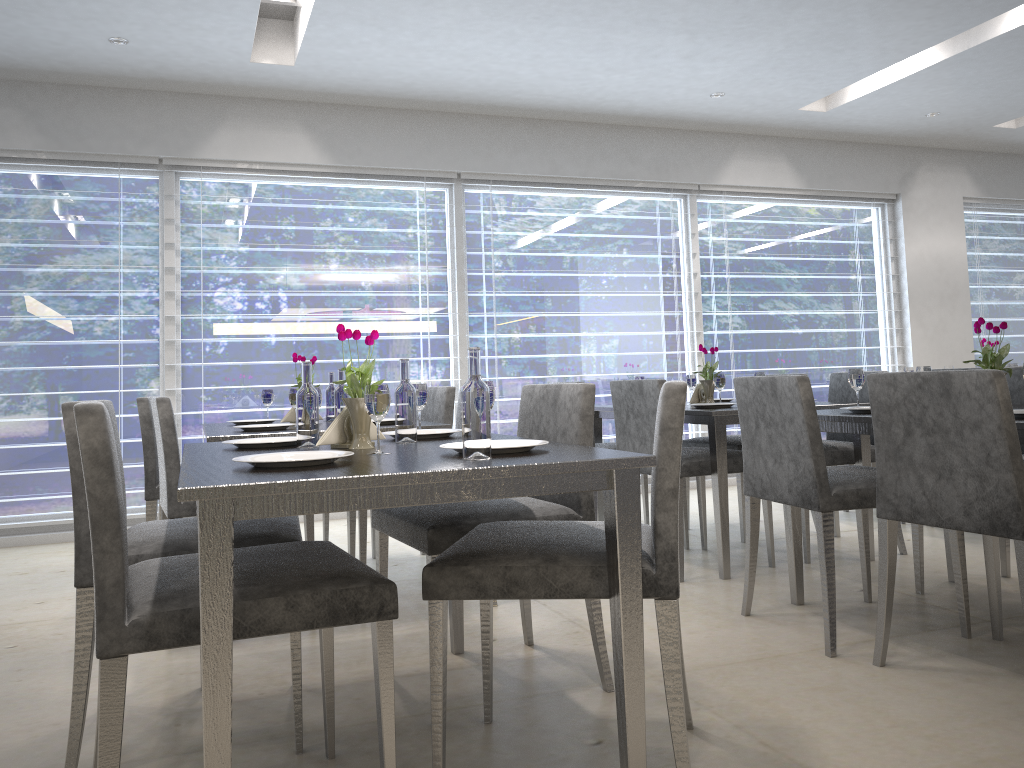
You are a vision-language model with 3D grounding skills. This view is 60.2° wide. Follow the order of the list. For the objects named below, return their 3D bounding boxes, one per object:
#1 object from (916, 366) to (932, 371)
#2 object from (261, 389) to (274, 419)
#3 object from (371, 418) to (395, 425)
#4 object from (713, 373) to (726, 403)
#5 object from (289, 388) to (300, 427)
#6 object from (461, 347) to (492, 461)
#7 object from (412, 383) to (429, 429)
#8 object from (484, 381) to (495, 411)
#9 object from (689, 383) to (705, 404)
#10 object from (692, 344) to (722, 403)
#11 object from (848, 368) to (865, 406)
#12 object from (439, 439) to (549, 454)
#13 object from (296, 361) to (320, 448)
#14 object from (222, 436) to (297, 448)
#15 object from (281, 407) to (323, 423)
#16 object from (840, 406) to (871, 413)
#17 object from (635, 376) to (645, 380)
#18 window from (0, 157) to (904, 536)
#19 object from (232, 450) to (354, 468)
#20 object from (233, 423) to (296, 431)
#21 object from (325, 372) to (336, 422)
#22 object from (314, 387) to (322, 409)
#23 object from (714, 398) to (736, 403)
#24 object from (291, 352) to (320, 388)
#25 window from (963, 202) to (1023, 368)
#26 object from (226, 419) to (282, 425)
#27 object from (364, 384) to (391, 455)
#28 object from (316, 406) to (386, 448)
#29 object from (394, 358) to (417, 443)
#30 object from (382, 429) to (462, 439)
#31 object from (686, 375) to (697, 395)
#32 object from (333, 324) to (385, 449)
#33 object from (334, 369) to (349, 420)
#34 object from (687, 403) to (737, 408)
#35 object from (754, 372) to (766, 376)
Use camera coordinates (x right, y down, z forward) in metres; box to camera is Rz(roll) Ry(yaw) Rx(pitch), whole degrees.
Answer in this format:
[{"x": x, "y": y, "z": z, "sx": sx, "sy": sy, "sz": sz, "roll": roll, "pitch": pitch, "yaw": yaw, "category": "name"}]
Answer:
[{"x": 1.432, "y": 0.008, "z": 3.065, "sx": 0.053, "sy": 0.140, "sz": 0.053, "roll": -4, "pitch": -4, "yaw": 28, "category": "object"}, {"x": -1.042, "y": 0.093, "z": 3.773, "sx": 0.053, "sy": 0.140, "sz": 0.053, "roll": -4, "pitch": -4, "yaw": 28, "category": "object"}, {"x": -0.491, "y": 0.137, "z": 3.187, "sx": 0.217, "sy": 0.015, "sz": 0.216, "roll": -2, "pitch": 0, "yaw": -42, "category": "object"}, {"x": 0.897, "y": 0.025, "z": 3.813, "sx": 0.053, "sy": 0.140, "sz": 0.053, "roll": -4, "pitch": -4, "yaw": 28, "category": "object"}, {"x": -0.782, "y": 0.085, "z": 3.205, "sx": 0.053, "sy": 0.140, "sz": 0.053, "roll": -4, "pitch": -4, "yaw": 28, "category": "object"}, {"x": -0.065, "y": 0.035, "z": 1.585, "sx": 0.052, "sy": 0.202, "sz": 0.052, "roll": -4, "pitch": -4, "yaw": 22, "category": "object"}, {"x": -0.257, "y": 0.069, "z": 2.453, "sx": 0.053, "sy": 0.140, "sz": 0.053, "roll": -4, "pitch": -4, "yaw": 28, "category": "object"}, {"x": -0.061, "y": 0.063, "z": 1.912, "sx": 0.053, "sy": 0.140, "sz": 0.053, "roll": -4, "pitch": -4, "yaw": 28, "category": "object"}, {"x": 0.867, "y": 0.045, "z": 4.073, "sx": 0.070, "sy": 0.100, "sz": 0.203, "roll": -4, "pitch": -2, "yaw": 40, "category": "object"}, {"x": 0.890, "y": -0.044, "z": 4.021, "sx": 0.104, "sy": 0.278, "sz": 0.154, "roll": 0, "pitch": -4, "yaw": -22, "category": "object"}, {"x": 1.158, "y": 0.018, "z": 2.966, "sx": 0.053, "sy": 0.140, "sz": 0.053, "roll": -4, "pitch": -4, "yaw": 28, "category": "object"}, {"x": -0.035, "y": 0.125, "z": 1.743, "sx": 0.217, "sy": 0.015, "sz": 0.216, "roll": -2, "pitch": 0, "yaw": -40, "category": "object"}, {"x": -0.477, "y": 0.048, "z": 2.062, "sx": 0.052, "sy": 0.202, "sz": 0.052, "roll": -4, "pitch": -4, "yaw": 22, "category": "object"}, {"x": -0.596, "y": 0.143, "z": 2.160, "sx": 0.217, "sy": 0.015, "sz": 0.216, "roll": -2, "pitch": 0, "yaw": -40, "category": "object"}, {"x": -0.821, "y": 0.105, "z": 3.462, "sx": 0.070, "sy": 0.100, "sz": 0.203, "roll": -4, "pitch": -2, "yaw": 40, "category": "object"}, {"x": 1.151, "y": 0.081, "z": 2.793, "sx": 0.217, "sy": 0.015, "sz": 0.216, "roll": -2, "pitch": 0, "yaw": -20, "category": "object"}, {"x": 0.636, "y": 0.032, "z": 4.381, "sx": 0.053, "sy": 0.140, "sz": 0.053, "roll": -4, "pitch": -4, "yaw": 28, "category": "object"}, {"x": -0.342, "y": -0.320, "z": 5.723, "sx": 7.104, "sy": 2.084, "sz": 0.158, "roll": -2, "pitch": -4, "yaw": -20, "category": "window"}, {"x": -0.397, "y": 0.138, "z": 1.612, "sx": 0.217, "sy": 0.015, "sz": 0.216, "roll": -2, "pitch": 0, "yaw": -40, "category": "object"}, {"x": -0.853, "y": 0.150, "z": 3.056, "sx": 0.217, "sy": 0.015, "sz": 0.216, "roll": -2, "pitch": 0, "yaw": -42, "category": "object"}, {"x": -0.727, "y": 0.052, "z": 3.568, "sx": 0.051, "sy": 0.202, "sz": 0.052, "roll": -5, "pitch": -5, "yaw": 34, "category": "object"}, {"x": -0.531, "y": 0.079, "z": 2.354, "sx": 0.053, "sy": 0.140, "sz": 0.053, "roll": -4, "pitch": -4, "yaw": 28, "category": "object"}, {"x": 0.999, "y": 0.082, "z": 4.347, "sx": 0.217, "sy": 0.015, "sz": 0.216, "roll": -2, "pitch": 0, "yaw": -20, "category": "object"}, {"x": -0.798, "y": 0.016, "z": 3.409, "sx": 0.104, "sy": 0.278, "sz": 0.154, "roll": 0, "pitch": -4, "yaw": -22, "category": "object"}, {"x": 5.299, "y": -0.522, "z": 7.767, "sx": 3.660, "sy": 2.084, "sz": 0.158, "roll": -2, "pitch": -4, "yaw": -20, "category": "window"}, {"x": -1.052, "y": 0.155, "z": 3.604, "sx": 0.217, "sy": 0.015, "sz": 0.216, "roll": -2, "pitch": 0, "yaw": -42, "category": "object"}, {"x": -0.271, "y": 0.071, "z": 1.786, "sx": 0.053, "sy": 0.140, "sz": 0.053, "roll": -4, "pitch": -4, "yaw": 28, "category": "object"}, {"x": -0.365, "y": 0.093, "z": 2.017, "sx": 0.070, "sy": 0.100, "sz": 0.203, "roll": -4, "pitch": -2, "yaw": 40, "category": "object"}, {"x": -0.254, "y": 0.040, "z": 2.107, "sx": 0.052, "sy": 0.202, "sz": 0.052, "roll": -4, "pitch": -4, "yaw": 22, "category": "object"}, {"x": -0.233, "y": 0.130, "z": 2.291, "sx": 0.217, "sy": 0.015, "sz": 0.216, "roll": -2, "pitch": 0, "yaw": -40, "category": "object"}, {"x": 0.911, "y": 0.023, "z": 4.481, "sx": 0.053, "sy": 0.140, "sz": 0.053, "roll": -4, "pitch": -4, "yaw": 22, "category": "object"}, {"x": -0.342, "y": 0.004, "z": 1.965, "sx": 0.104, "sy": 0.278, "sz": 0.154, "roll": 0, "pitch": -4, "yaw": -22, "category": "object"}, {"x": -0.579, "y": 0.049, "z": 3.006, "sx": 0.051, "sy": 0.202, "sz": 0.052, "roll": -5, "pitch": -5, "yaw": 34, "category": "object"}, {"x": 0.835, "y": 0.090, "z": 3.667, "sx": 0.217, "sy": 0.015, "sz": 0.216, "roll": -2, "pitch": 0, "yaw": -20, "category": "object"}, {"x": 1.106, "y": 0.017, "z": 3.940, "sx": 0.053, "sy": 0.140, "sz": 0.053, "roll": -4, "pitch": -4, "yaw": 22, "category": "object"}]
